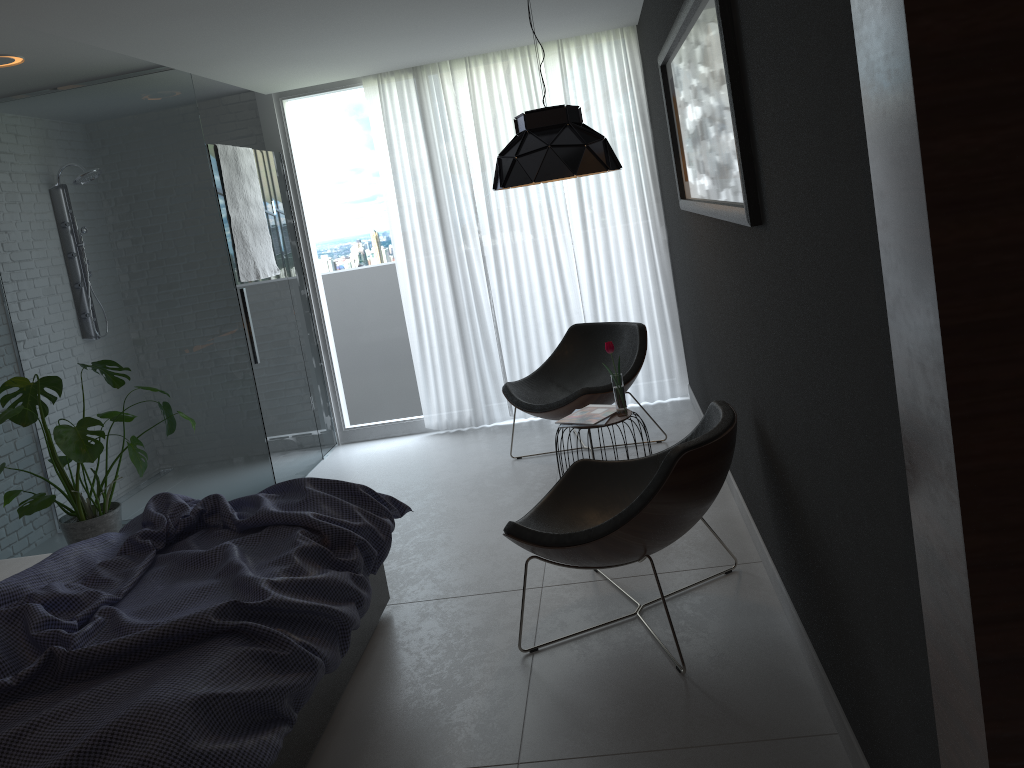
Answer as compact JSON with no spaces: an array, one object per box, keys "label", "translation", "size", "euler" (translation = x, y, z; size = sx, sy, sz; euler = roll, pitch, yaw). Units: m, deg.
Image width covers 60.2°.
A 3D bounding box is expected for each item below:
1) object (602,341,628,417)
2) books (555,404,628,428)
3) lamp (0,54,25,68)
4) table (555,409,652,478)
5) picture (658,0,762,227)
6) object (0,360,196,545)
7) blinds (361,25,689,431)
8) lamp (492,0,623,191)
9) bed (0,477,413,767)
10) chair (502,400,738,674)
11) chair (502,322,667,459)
[{"label":"object","translation":[0.481,-0.022,4.121],"size":[0.066,0.352,0.077],"euler":[-4,9,39]},{"label":"books","translation":[-3.317,1.153,3.245],"size":[8.270,0.369,0.408],"euler":[-12,10,-14]},{"label":"lamp","translation":[-4.246,-0.680,1.741],"size":[9.602,0.083,5.406],"euler":[-11,12,-7]},{"label":"table","translation":[0.444,0.367,4.223],"size":[0.453,0.431,0.454],"euler":[-12,10,-15]},{"label":"picture","translation":[0.670,-0.978,3.240],"size":[0.041,0.714,1.977],"euler":[-9,11,7]},{"label":"object","translation":[-2.158,0.409,4.614],"size":[0.848,1.038,1.005],"euler":[-6,10,25]},{"label":"blinds","translation":[0.084,-1.093,5.944],"size":[1.850,2.671,0.138],"euler":[-9,7,7]},{"label":"lamp","translation":[0.134,-1.376,4.014],"size":[0.580,0.894,0.617],"euler":[-6,9,25]},{"label":"bed","translation":[-1.832,0.236,2.724],"size":[2.603,2.022,2.593],"euler":[-8,10,7]},{"label":"chair","translation":[0.414,0.474,3.090],"size":[0.811,0.684,0.802],"euler":[-5,11,28]},{"label":"chair","translation":[0.408,0.045,5.183],"size":[0.824,0.684,0.789],"euler":[-18,12,-40]}]
